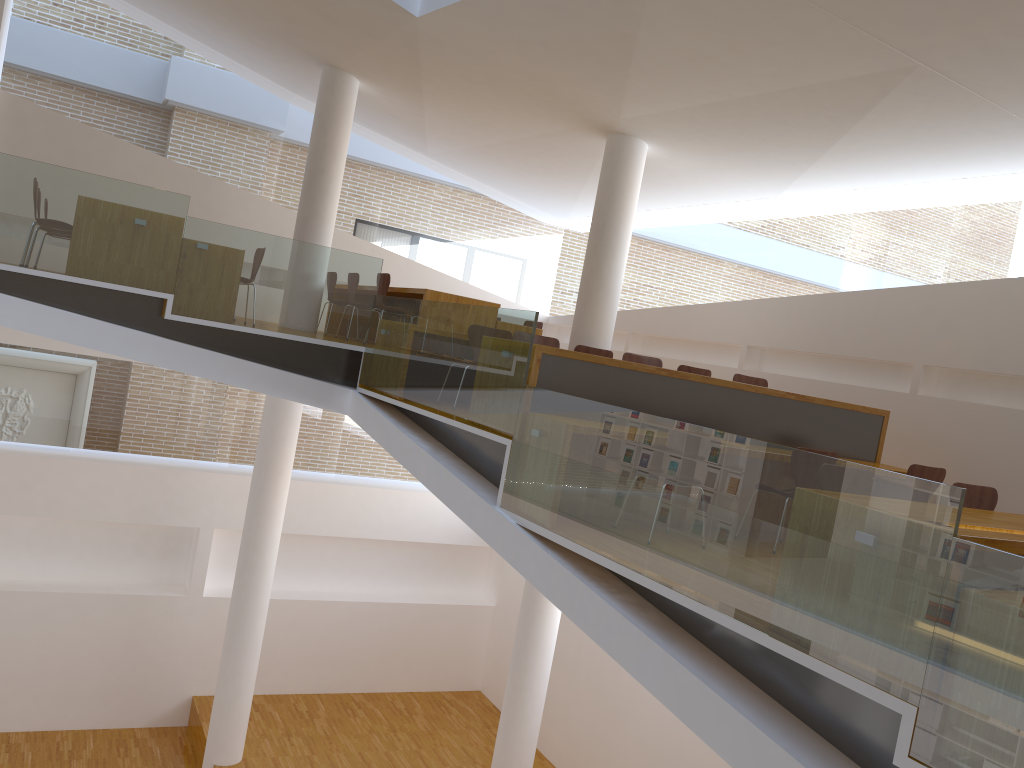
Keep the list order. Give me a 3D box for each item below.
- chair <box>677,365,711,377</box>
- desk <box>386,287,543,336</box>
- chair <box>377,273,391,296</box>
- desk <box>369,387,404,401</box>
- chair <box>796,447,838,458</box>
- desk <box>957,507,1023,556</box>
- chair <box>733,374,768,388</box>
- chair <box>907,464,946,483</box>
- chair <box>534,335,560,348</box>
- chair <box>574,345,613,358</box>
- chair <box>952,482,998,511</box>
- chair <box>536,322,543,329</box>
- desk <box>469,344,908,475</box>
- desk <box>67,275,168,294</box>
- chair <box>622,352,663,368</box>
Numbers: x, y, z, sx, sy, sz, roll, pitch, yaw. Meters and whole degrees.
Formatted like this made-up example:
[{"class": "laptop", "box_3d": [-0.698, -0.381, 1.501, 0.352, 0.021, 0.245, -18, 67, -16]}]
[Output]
[{"class": "chair", "box_3d": [1.530, 0.170, 8.205, 0.428, 0.693, 0.381, 9, 2, -27]}, {"class": "desk", "box_3d": [-1.001, -0.575, 9.690, 1.247, 0.762, 3.194, 9, 2, -27]}, {"class": "chair", "box_3d": [-1.109, -0.665, 8.343, 0.381, 0.693, 0.428, 9, 2, -27]}, {"class": "desk", "box_3d": [0.461, 0.024, 8.058, 3.356, 0.606, 0.760, 9, 2, -27]}, {"class": "chair", "box_3d": [1.808, 0.738, 5.797, 0.428, 0.693, 0.381, 9, 2, -27]}, {"class": "desk", "box_3d": [2.884, 1.134, 3.786, 3.243, 0.785, 1.527, 9, 2, -27]}, {"class": "chair", "box_3d": [2.046, 0.293, 7.397, 0.428, 0.693, 0.381, 9, 2, -27]}, {"class": "chair", "box_3d": [2.771, 0.894, 6.345, 0.428, 0.693, 0.381, 9, 2, -27]}, {"class": "chair", "box_3d": [0.209, -0.007, 6.475, 0.428, 0.693, 0.381, 9, 2, -27]}, {"class": "chair", "box_3d": [0.567, 0.014, 7.657, 0.428, 0.693, 0.381, 9, 2, -27]}, {"class": "chair", "box_3d": [2.526, 0.907, 4.668, 0.428, 0.693, 0.381, 9, 2, -27]}, {"class": "chair", "box_3d": [0.031, -0.349, 9.357, 0.381, 0.693, 0.428, 9, 2, -27]}, {"class": "desk", "box_3d": [1.408, 0.472, 6.304, 3.216, 1.022, 1.248, 9, 2, -27]}, {"class": "desk", "box_3d": [-3.458, -1.127, 8.307, 1.248, 0.757, 3.196, 9, 2, -27]}, {"class": "chair", "box_3d": [1.060, 0.131, 6.922, 0.428, 0.693, 0.381, 9, 2, -27]}]
